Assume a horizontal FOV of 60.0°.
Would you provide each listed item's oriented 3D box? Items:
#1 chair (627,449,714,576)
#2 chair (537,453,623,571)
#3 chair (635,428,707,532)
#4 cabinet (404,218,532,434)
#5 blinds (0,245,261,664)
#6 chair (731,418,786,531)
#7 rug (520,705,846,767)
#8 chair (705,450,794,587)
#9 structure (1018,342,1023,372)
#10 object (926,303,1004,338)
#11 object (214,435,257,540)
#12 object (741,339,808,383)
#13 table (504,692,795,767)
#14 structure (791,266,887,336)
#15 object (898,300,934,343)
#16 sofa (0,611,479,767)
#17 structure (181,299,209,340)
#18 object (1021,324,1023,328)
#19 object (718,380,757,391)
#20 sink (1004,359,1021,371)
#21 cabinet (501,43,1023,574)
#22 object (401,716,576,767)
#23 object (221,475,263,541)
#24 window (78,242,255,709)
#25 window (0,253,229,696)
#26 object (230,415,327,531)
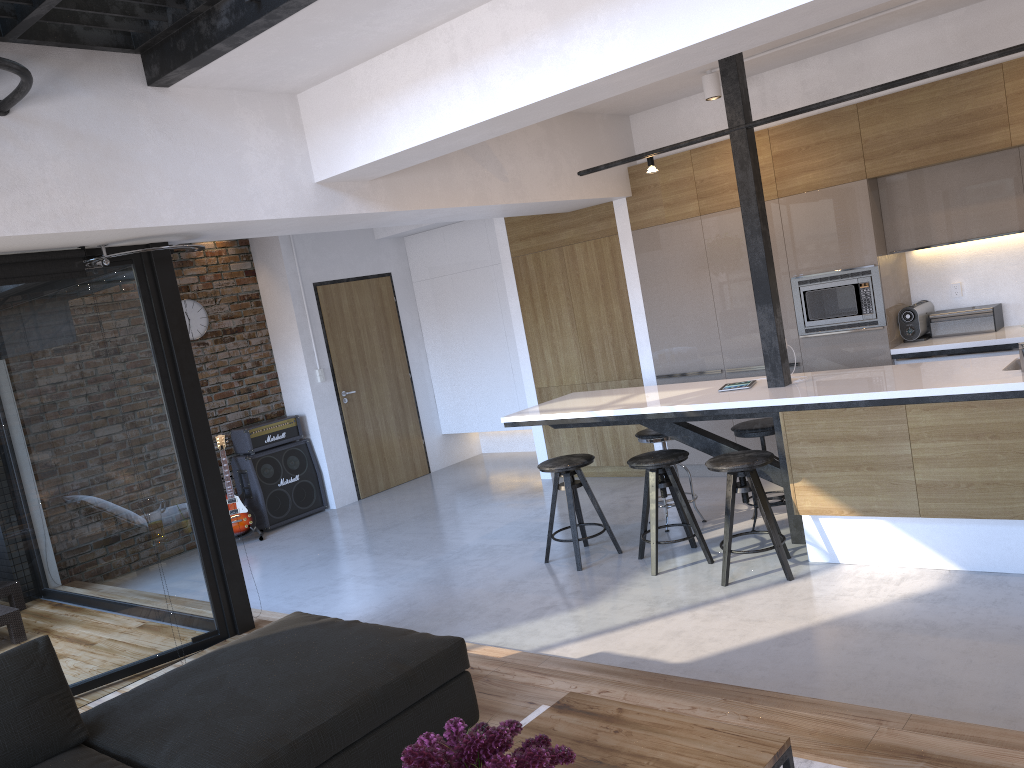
[{"bbox_3d":[0.887,0.715,5.095,0.365,0.631,0.365,-11,6,-4],"label":"chair"},{"bbox_3d":[0.386,0.771,5.470,0.366,0.631,0.367,-15,8,-34],"label":"chair"},{"bbox_3d":[1.040,0.606,5.851,0.358,0.637,0.356,-11,6,-4],"label":"chair"},{"bbox_3d":[-0.289,-0.563,8.832,1.710,2.120,0.020,-5,8,41],"label":"cabinet"},{"bbox_3d":[-2.434,0.456,4.553,1.828,2.055,3.855,-11,6,-5],"label":"blinds"},{"bbox_3d":[1.572,0.548,5.448,0.357,0.637,0.356,-8,7,19],"label":"chair"},{"bbox_3d":[0.063,1.303,1.881,1.638,0.003,2.108,-6,7,41],"label":"rug"},{"bbox_3d":[1.246,0.690,4.680,0.367,0.631,0.366,-9,7,16],"label":"chair"},{"bbox_3d":[2.485,-0.476,3.813,0.392,0.814,0.506,-12,6,-10],"label":"structure"},{"bbox_3d":[2.998,-0.427,6.014,0.548,0.175,0.239,-6,8,41],"label":"object"},{"bbox_3d":[-2.482,0.898,7.802,0.330,0.875,0.524,-12,6,-14],"label":"object"},{"bbox_3d":[1.524,-0.143,5.159,0.214,0.247,0.417,-14,7,-28],"label":"object"},{"bbox_3d":[0.012,1.138,1.830,0.698,0.351,1.295,-5,8,41],"label":"table"},{"bbox_3d":[2.329,-0.594,6.160,0.597,0.398,0.395,-5,8,41],"label":"structure"},{"bbox_3d":[2.783,-0.429,6.085,0.150,0.248,0.389,-5,8,41],"label":"object"},{"bbox_3d":[-0.711,1.115,1.637,3.046,0.701,2.992,-6,8,41],"label":"sofa"},{"bbox_3d":[-2.861,-0.567,7.850,0.040,0.361,0.359,-5,8,41],"label":"structure"},{"bbox_3d":[3.338,-0.365,5.503,0.309,0.034,0.310,-15,7,-35],"label":"object"},{"bbox_3d":[1.319,0.013,5.186,0.188,0.013,0.240,-8,6,26],"label":"object"},{"bbox_3d":[2.704,-0.016,4.098,0.706,0.203,0.405,-6,8,41],"label":"sink"},{"bbox_3d":[3.135,-0.772,4.336,9.121,2.876,2.468,-6,8,41],"label":"cabinet"},{"bbox_3d":[-0.078,0.805,1.787,0.342,0.343,0.374,-5,8,42],"label":"object"},{"bbox_3d":[-2.417,1.090,7.702,0.389,0.589,0.331,-12,6,-14],"label":"object"},{"bbox_3d":[-0.322,-1.144,0.670,13.406,5.576,5.650,-6,8,41],"label":"window"},{"bbox_3d":[-2.662,0.583,3.865,2.444,2.054,0.100,-14,7,-32],"label":"window"},{"bbox_3d":[-2.176,0.805,8.219,0.358,0.938,0.695,-5,8,41],"label":"object"}]
